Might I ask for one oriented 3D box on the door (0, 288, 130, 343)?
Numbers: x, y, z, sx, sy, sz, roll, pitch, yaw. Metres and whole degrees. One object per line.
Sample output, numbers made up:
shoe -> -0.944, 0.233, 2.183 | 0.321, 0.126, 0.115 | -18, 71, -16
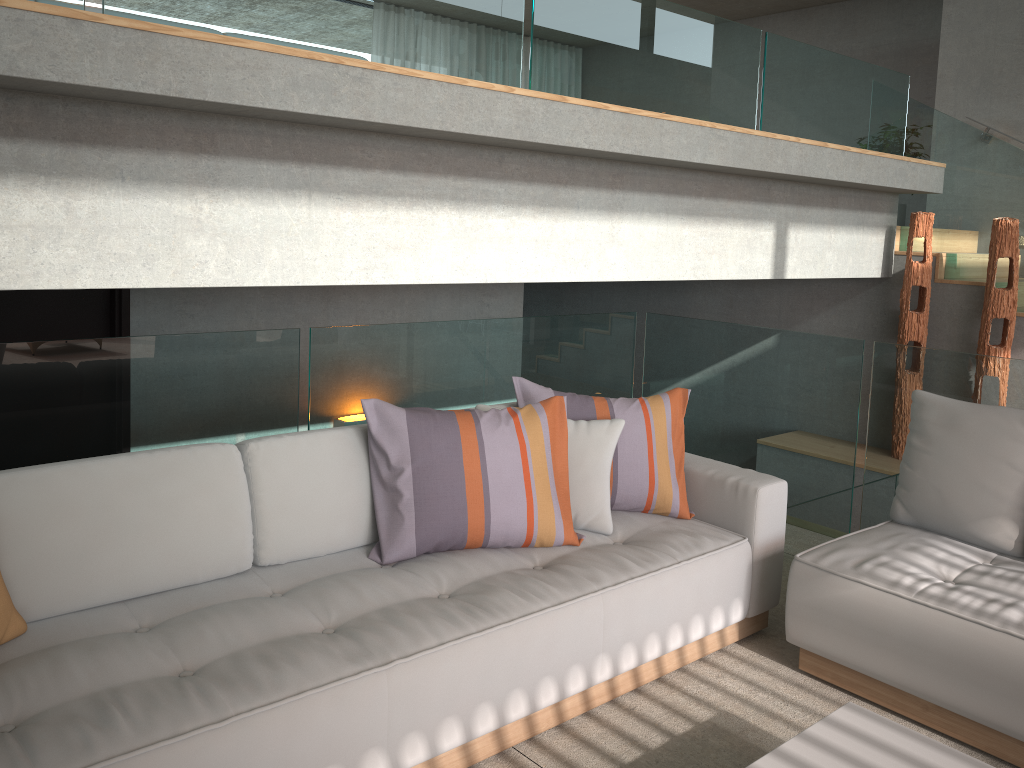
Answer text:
door -> 4.751, 0.331, 3.141 | 15.356, 4.439, 5.819 | 6, 9, 21

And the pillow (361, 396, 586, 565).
pillow -> -0.122, 0.304, 2.912 | 0.736, 0.490, 0.314 | -1, 7, -18

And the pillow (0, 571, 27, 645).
pillow -> -1.348, 0.497, 1.982 | 0.226, 0.322, 0.467 | 4, 9, 12

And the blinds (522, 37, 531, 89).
blinds -> -0.390, -3.763, 12.781 | 3.858, 2.706, 0.224 | -5, 9, -41

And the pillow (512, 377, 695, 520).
pillow -> 0.338, 0.237, 3.327 | 0.696, 0.500, 0.282 | 3, 6, 2

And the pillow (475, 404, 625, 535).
pillow -> 0.104, 0.298, 3.146 | 0.594, 0.402, 0.241 | 3, 7, 2

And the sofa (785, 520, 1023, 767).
sofa -> 1.804, 0.663, 2.647 | 1.015, 0.726, 1.608 | -5, 12, -41

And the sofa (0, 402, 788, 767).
sofa -> -0.632, 0.588, 2.474 | 3.469, 0.747, 1.057 | -6, 12, -41

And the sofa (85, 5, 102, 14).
sofa -> -2.094, -1.456, 4.649 | 3.256, 0.857, 0.981 | -6, 12, -41

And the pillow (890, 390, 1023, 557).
pillow -> 1.645, 0.308, 3.193 | 0.239, 0.494, 0.496 | -3, 9, -40
